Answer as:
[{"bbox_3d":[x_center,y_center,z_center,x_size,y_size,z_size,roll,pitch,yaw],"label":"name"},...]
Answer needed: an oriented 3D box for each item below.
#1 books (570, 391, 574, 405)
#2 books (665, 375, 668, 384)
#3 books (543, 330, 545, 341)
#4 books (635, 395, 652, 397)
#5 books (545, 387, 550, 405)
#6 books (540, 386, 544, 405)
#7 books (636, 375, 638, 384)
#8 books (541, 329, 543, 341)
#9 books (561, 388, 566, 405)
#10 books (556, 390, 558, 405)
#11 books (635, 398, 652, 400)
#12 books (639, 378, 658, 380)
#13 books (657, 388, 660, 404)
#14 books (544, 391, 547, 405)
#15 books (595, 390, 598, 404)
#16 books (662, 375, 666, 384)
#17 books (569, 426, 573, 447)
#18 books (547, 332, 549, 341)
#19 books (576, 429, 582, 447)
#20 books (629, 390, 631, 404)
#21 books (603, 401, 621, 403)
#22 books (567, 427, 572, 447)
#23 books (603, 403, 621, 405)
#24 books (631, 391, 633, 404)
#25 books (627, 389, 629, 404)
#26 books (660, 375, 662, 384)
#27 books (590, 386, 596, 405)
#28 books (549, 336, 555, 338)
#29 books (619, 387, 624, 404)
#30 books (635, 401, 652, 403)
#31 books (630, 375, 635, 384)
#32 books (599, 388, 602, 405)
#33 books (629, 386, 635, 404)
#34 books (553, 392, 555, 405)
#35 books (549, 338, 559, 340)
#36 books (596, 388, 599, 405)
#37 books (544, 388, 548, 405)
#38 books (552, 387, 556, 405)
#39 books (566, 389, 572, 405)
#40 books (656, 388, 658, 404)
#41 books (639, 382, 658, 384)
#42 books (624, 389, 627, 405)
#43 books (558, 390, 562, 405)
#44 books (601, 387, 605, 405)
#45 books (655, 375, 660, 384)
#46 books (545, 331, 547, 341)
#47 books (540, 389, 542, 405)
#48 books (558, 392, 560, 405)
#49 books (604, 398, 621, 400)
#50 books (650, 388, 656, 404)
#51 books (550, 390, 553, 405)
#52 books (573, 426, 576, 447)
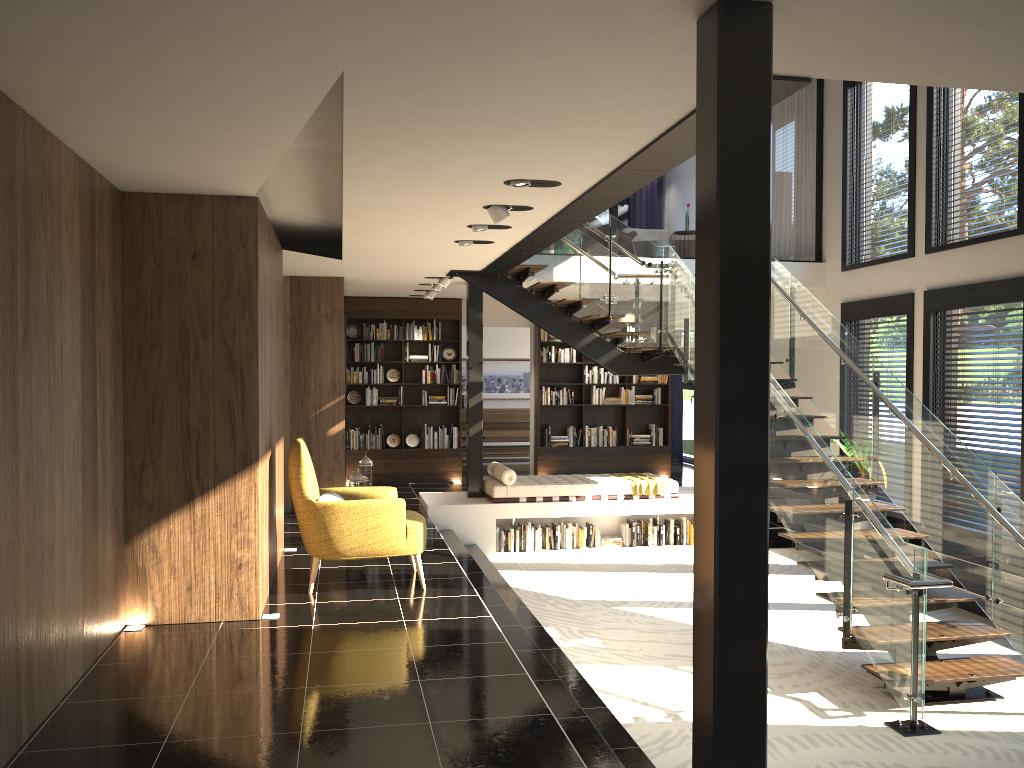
[{"bbox_3d":[0.894,0.206,13.367,0.028,0.210,0.169,0,1,-11],"label":"books"},{"bbox_3d":[2.353,-0.103,13.640,0.051,0.194,0.192,0,1,-11],"label":"books"},{"bbox_3d":[0.461,-0.746,13.265,0.021,0.217,0.180,0,1,-11],"label":"books"},{"bbox_3d":[1.989,0.185,13.566,0.272,0.022,0.156,0,1,-12],"label":"books"},{"bbox_3d":[0.534,0.182,13.295,0.029,0.258,0.181,0,1,-11],"label":"books"},{"bbox_3d":[0.455,0.170,13.281,0.028,0.282,0.168,0,1,-11],"label":"books"},{"bbox_3d":[1.896,-0.104,13.558,0.026,0.196,0.147,0,1,-11],"label":"books"},{"bbox_3d":[0.434,-0.762,13.267,0.032,0.250,0.167,0,1,-11],"label":"books"},{"bbox_3d":[0.774,0.183,13.335,0.029,0.256,0.167,0,1,-11],"label":"books"},{"bbox_3d":[0.655,0.203,13.342,0.021,0.216,0.170,0,1,-11],"label":"books"},{"bbox_3d":[1.990,0.228,13.562,0.268,0.022,0.156,0,1,-15],"label":"books"},{"bbox_3d":[2.090,-0.079,13.614,0.260,0.020,0.167,0,1,-13],"label":"books"},{"bbox_3d":[2.231,0.183,13.589,0.026,0.251,0.178,0,1,-11],"label":"books"},{"bbox_3d":[0.483,0.212,13.285,0.028,0.199,0.175,0,1,-11],"label":"books"},{"bbox_3d":[1.259,0.201,13.383,0.023,0.218,0.195,0,1,-11],"label":"books"},{"bbox_3d":[2.316,-0.100,13.631,0.023,0.189,0.197,0,1,-11],"label":"books"},{"bbox_3d":[0.892,0.788,13.405,0.031,0.310,0.169,0,1,-11],"label":"books"},{"bbox_3d":[0.517,-0.782,13.264,0.028,0.290,0.170,0,1,-11],"label":"books"},{"bbox_3d":[1.002,0.815,13.427,0.075,0.255,0.181,0,1,-11],"label":"books"},{"bbox_3d":[1.773,0.202,13.517,0.029,0.214,0.149,0,1,-11],"label":"books"},{"bbox_3d":[1.504,0.272,13.469,0.275,0.025,0.156,0,1,-15],"label":"books"},{"bbox_3d":[0.865,0.801,13.382,0.030,0.284,0.177,0,1,-11],"label":"books"},{"bbox_3d":[1.504,0.297,13.472,0.274,0.025,0.156,0,1,-14],"label":"books"},{"bbox_3d":[1.804,0.204,13.504,0.026,0.210,0.184,0,1,-11],"label":"books"},{"bbox_3d":[1.744,0.192,13.523,0.025,0.232,0.156,0,1,-11],"label":"books"},{"bbox_3d":[2.266,-0.126,13.633,0.028,0.240,0.187,0,1,-11],"label":"books"},{"bbox_3d":[1.226,0.168,13.413,0.030,0.284,0.176,0,1,-11],"label":"books"},{"bbox_3d":[0.674,-0.701,13.317,0.251,0.026,0.148,0,1,-7],"label":"books"},{"bbox_3d":[1.663,0.178,13.501,0.026,0.263,0.156,0,1,-11],"label":"books"},{"bbox_3d":[1.990,0.272,13.565,0.274,0.022,0.156,0,1,-14],"label":"books"},{"bbox_3d":[1.846,-0.116,13.568,0.024,0.219,0.174,0,1,-11],"label":"books"},{"bbox_3d":[1.316,0.188,13.401,0.036,0.244,0.194,0,1,-11],"label":"books"},{"bbox_3d":[1.830,0.170,13.518,0.031,0.277,0.168,0,1,-11],"label":"books"},{"bbox_3d":[0.608,0.213,13.315,0.024,0.197,0.172,0,1,-11],"label":"books"},{"bbox_3d":[0.674,-0.675,13.317,0.273,0.025,0.156,0,1,-13],"label":"books"},{"bbox_3d":[1.279,0.188,13.420,0.030,0.245,0.166,0,1,-11],"label":"books"},{"bbox_3d":[0.505,0.189,13.308,0.023,0.245,0.159,0,1,-11],"label":"books"},{"bbox_3d":[0.633,0.175,13.323,0.029,0.272,0.152,0,1,-11],"label":"books"},{"bbox_3d":[0.846,0.193,13.355,0.070,0.236,0.206,0,1,-11],"label":"books"},{"bbox_3d":[2.203,0.186,13.605,0.023,0.246,0.147,0,1,-11],"label":"books"},{"bbox_3d":[2.089,-0.017,13.620,0.266,0.021,0.156,0,1,-13],"label":"books"},{"bbox_3d":[1.692,0.194,13.518,0.037,0.232,0.231,0,1,-11],"label":"books"},{"bbox_3d":[0.717,0.201,13.334,0.030,0.222,0.189,0,1,-11],"label":"books"},{"bbox_3d":[1.361,0.179,13.442,0.067,0.261,0.159,0,1,-11],"label":"books"},{"bbox_3d":[2.238,-0.115,13.637,0.026,0.219,0.156,0,1,-11],"label":"books"},{"bbox_3d":[0.489,-0.752,13.259,0.030,0.231,0.200,0,1,-11],"label":"books"},{"bbox_3d":[0.421,0.192,13.309,0.028,0.237,0.134,0,1,-11],"label":"books"},{"bbox_3d":[0.683,0.215,13.341,0.033,0.193,0.172,0,1,-11],"label":"books"},{"bbox_3d":[1.504,0.223,13.470,0.274,0.025,0.156,0,1,-7],"label":"books"},{"bbox_3d":[2.156,0.187,13.577,0.030,0.244,0.176,0,1,-11],"label":"books"},{"bbox_3d":[0.581,0.198,13.318,0.028,0.227,0.136,0,1,-11],"label":"books"},{"bbox_3d":[0.926,0.792,13.407,0.036,0.302,0.186,0,1,-11],"label":"books"}]
